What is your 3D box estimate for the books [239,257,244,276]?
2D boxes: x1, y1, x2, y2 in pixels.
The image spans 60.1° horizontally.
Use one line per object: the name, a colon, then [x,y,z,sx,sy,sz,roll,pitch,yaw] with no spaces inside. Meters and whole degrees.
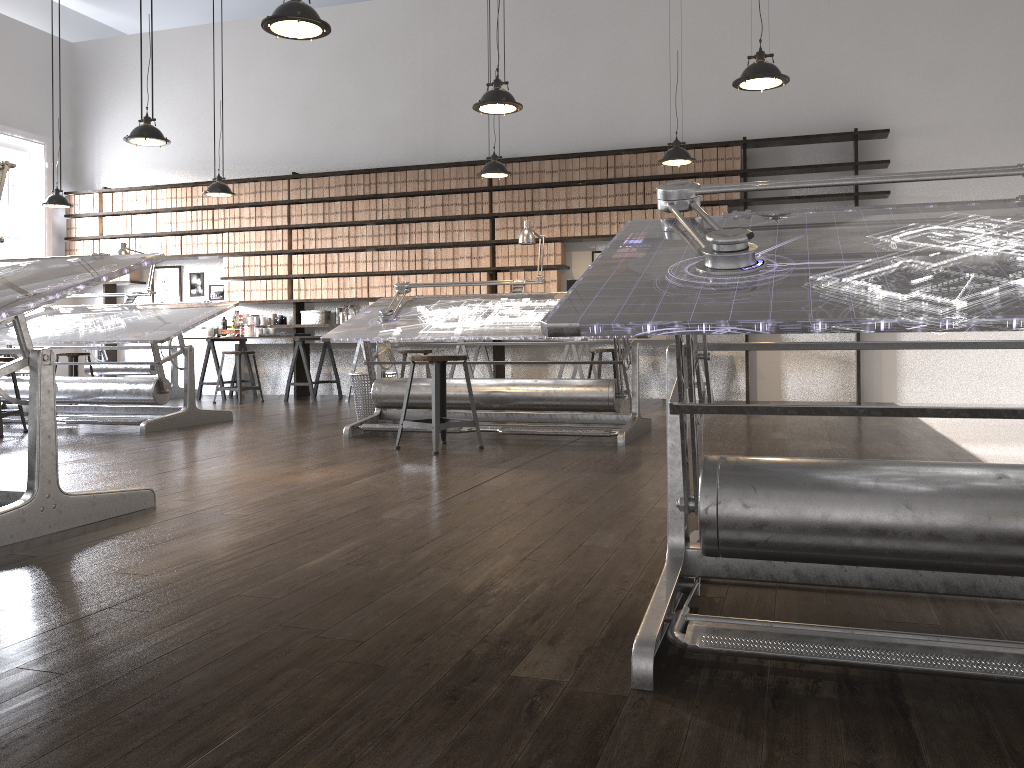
books: [-3.002,-1.314,9.981,0.067,0.226,0.174,-1,1,18]

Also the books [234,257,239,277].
books: [-3.064,-1.315,10.006,0.066,0.225,0.174,-1,1,18]

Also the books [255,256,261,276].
books: [-2.802,-1.313,9.918,0.066,0.225,0.174,-1,1,18]

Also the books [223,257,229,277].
books: [-3.194,-1.316,10.044,0.067,0.226,0.174,-1,1,18]

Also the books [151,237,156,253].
books: [-4.129,-1.591,10.349,0.066,0.225,0.174,-1,1,18]

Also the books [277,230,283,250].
books: [-2.534,-1.589,9.832,0.066,0.225,0.174,-1,1,18]

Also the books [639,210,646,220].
books: [1.279,-1.566,8.596,0.067,0.226,0.174,-1,1,18]

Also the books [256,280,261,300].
books: [-2.792,-1.043,9.916,0.066,0.225,0.174,-1,1,18]

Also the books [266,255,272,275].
books: [-2.664,-1.312,9.873,0.067,0.226,0.174,-1,1,18]

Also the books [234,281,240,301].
books: [-3.060,-1.044,10.003,0.066,0.225,0.174,-1,1,18]

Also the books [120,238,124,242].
books: [-4.551,-1.601,10.486,0.066,0.225,0.174,-1,1,18]

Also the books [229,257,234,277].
books: [-3.124,-1.315,10.024,0.066,0.225,0.174,-1,1,18]

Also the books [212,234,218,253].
books: [-3.336,-1.587,10.093,0.066,0.225,0.174,-1,1,18]

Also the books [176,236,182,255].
books: [-3.798,-1.589,10.240,0.067,0.226,0.174,-1,1,18]

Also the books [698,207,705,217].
books: [1.808,-1.563,8.426,0.067,0.226,0.174,-1,1,18]

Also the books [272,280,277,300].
books: [-2.594,-1.042,9.853,0.066,0.225,0.174,-1,1,18]

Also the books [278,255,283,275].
books: [-2.520,-1.312,9.829,0.066,0.225,0.174,-1,1,18]

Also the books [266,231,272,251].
books: [-2.667,-1.590,9.879,0.066,0.225,0.174,-1,1,18]

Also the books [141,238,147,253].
books: [-4.261,-1.592,10.394,0.066,0.225,0.174,-1,1,18]

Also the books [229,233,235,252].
books: [-3.124,-1.592,10.024,0.066,0.225,0.174,-1,1,18]

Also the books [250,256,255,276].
books: [-2.868,-1.314,9.944,0.066,0.225,0.174,-1,1,18]

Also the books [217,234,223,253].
books: [-3.268,-1.586,10.068,0.067,0.226,0.174,-1,1,18]

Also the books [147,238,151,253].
books: [-4.194,-1.592,10.374,0.066,0.225,0.174,-1,1,18]

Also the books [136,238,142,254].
books: [-4.329,-1.592,10.411,0.067,0.226,0.174,-1,1,18]

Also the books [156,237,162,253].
books: [-4.061,-1.591,10.323,0.066,0.225,0.174,-1,1,18]

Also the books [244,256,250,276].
books: [-2.936,-1.314,9.966,0.066,0.225,0.174,-1,1,18]

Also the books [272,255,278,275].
books: [-2.591,-1.312,9.855,0.066,0.225,0.174,-1,1,18]

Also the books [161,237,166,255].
books: [-3.992,-1.590,10.301,0.067,0.226,0.174,-1,1,18]

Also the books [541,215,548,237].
books: [0.352,-1.571,8.900,0.066,0.225,0.174,-1,1,18]

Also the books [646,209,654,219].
books: [1.348,-1.565,8.574,0.066,0.225,0.174,-1,1,18]

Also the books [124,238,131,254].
books: [-4.492,-1.600,10.463,0.067,0.226,0.174,-1,1,18]

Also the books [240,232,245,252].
books: [-2.991,-1.592,9.983,0.066,0.225,0.174,-1,1,18]

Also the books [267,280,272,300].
books: [-2.655,-1.042,9.868,0.067,0.226,0.174,-1,1,18]

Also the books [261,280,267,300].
books: [-2.724,-1.042,9.891,0.066,0.225,0.174,-1,1,18]

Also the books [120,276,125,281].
books: [-4.555,-1.324,10.490,0.066,0.225,0.174,-1,1,18]

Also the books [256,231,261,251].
books: [-2.795,-1.591,9.919,0.066,0.225,0.174,-1,1,18]

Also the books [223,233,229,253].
books: [-3.194,-1.593,10.043,0.066,0.225,0.174,-1,1,18]

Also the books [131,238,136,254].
books: [-4.406,-1.593,10.439,0.066,0.225,0.174,-1,1,18]

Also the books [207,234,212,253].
books: [-3.396,-1.587,10.113,0.066,0.225,0.174,-1,1,18]

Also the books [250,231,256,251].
books: [-2.855,-1.591,9.937,0.066,0.225,0.174,-1,1,18]

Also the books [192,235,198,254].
books: [-3.591,-1.588,10.178,0.066,0.225,0.174,-1,1,18]

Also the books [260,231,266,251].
books: [-2.733,-1.590,9.894,0.067,0.226,0.174,-1,1,18]

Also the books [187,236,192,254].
books: [-3.659,-1.588,10.196,0.066,0.225,0.174,-1,1,18]

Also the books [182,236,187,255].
books: [-3.725,-1.589,10.222,0.066,0.225,0.174,-1,1,18]

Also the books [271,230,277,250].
books: [-2.600,-1.590,9.857,0.066,0.225,0.174,-1,1,18]

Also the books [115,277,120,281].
books: [-4.623,-1.324,10.505,0.067,0.226,0.174,-1,1,18]

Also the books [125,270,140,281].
books: [-4.489,-1.323,10.467,0.066,0.225,0.174,-1,1,18]

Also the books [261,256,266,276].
books: [-2.733,-1.313,9.901,0.066,0.225,0.174,-1,1,18]

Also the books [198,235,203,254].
books: [-3.523,-1.588,10.156,0.066,0.225,0.174,-1,1,18]

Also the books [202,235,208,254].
books: [-3.461,-1.587,10.130,0.067,0.226,0.174,-1,1,18]

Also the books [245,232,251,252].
books: [-2.925,-1.591,9.958,0.067,0.226,0.174,-1,1,18]

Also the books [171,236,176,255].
books: [-3.867,-1.590,10.268,0.066,0.225,0.174,-1,1,18]

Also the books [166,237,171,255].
books: [-3.930,-1.590,10.286,0.066,0.225,0.174,-1,1,18]

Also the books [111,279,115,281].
books: [-4.685,-1.324,10.530,0.066,0.225,0.174,-1,1,18]

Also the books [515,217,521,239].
books: [0.084,-1.573,8.987,0.066,0.225,0.174,-1,1,18]

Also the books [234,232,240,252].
books: [-3.056,-1.592,10.006,0.066,0.225,0.174,-1,1,18]
